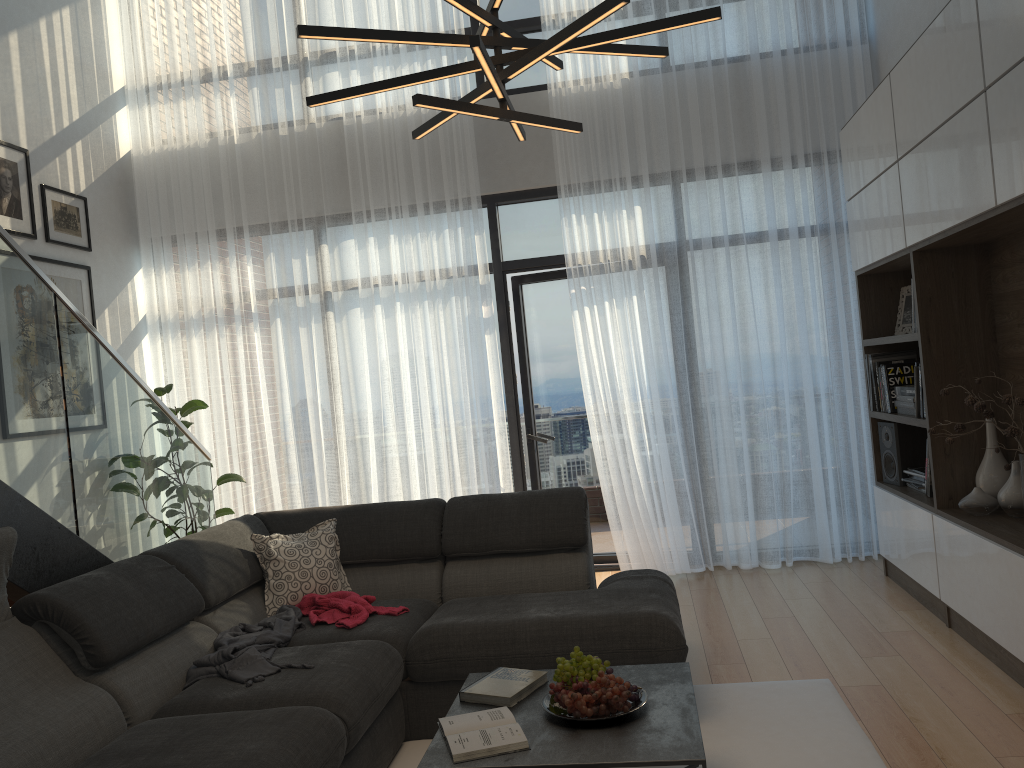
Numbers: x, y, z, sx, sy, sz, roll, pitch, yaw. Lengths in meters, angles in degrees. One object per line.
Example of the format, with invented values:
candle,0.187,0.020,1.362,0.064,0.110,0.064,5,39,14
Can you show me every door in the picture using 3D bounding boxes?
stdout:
door,0.617,0.201,5.846,1.118,1.976,0.206,-6,0,18

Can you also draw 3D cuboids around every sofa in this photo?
sofa,-0.521,0.821,2.717,2.108,0.995,3.169,-6,0,8

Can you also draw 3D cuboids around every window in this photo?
window,-0.309,-3.075,5.822,4.808,2.500,0.119,-6,0,8
window,-0.009,0.011,5.824,4.808,2.501,0.119,-6,0,8

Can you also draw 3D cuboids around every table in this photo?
table,0.174,1.067,2.471,0.700,0.323,0.700,-6,0,8

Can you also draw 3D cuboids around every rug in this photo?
rug,0.278,1.234,2.319,1.606,0.013,2.496,-6,0,8

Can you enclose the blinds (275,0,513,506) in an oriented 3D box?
blinds,-0.872,-1.466,5.699,1.374,5.581,0.218,-6,0,6

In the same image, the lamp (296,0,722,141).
lamp,-0.196,-2.541,2.439,1.200,3.645,0.831,-6,0,18

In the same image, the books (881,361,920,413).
books,2.036,0.016,4.620,0.193,0.255,0.066,-6,0,8

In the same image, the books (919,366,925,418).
books,1.954,0.028,4.041,0.179,0.243,0.071,-6,0,7

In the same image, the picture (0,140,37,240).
picture,-2.704,-1.048,4.732,0.025,0.504,0.410,-6,0,8

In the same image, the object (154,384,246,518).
object,-2.114,0.734,5.526,0.528,1.463,0.774,-6,0,28

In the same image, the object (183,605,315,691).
object,-0.943,0.941,3.174,0.411,0.118,0.905,-6,0,-16

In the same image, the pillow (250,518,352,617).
pillow,-1.135,0.822,2.698,0.386,0.364,2.734,-6,0,12

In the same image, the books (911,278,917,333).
books,2.042,-0.402,4.231,0.185,0.299,0.367,-6,0,8

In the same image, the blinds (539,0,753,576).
blinds,0.715,-1.621,5.390,0.858,5.579,0.589,-6,0,-15

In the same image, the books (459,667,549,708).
books,-0.022,0.909,2.667,0.179,0.029,0.225,-6,0,31

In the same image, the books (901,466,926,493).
books,2.102,0.480,4.465,0.204,0.099,0.325,-6,0,8

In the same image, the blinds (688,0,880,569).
blinds,1.602,-1.706,5.344,1.163,5.581,0.218,-6,0,6

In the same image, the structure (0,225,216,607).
structure,-2.495,0.006,1.577,1.289,3.460,5.660,-6,0,8

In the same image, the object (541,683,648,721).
object,0.230,0.886,2.461,0.295,0.026,0.295,-6,0,2

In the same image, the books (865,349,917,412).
books,2.072,-0.018,4.814,0.259,0.321,0.128,-6,0,8

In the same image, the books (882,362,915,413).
books,2.023,0.019,4.557,0.191,0.249,0.083,-6,0,8

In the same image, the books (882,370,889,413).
books,2.025,0.023,4.592,0.177,0.242,0.066,-6,0,8

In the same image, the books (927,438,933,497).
books,2.074,0.388,4.186,0.210,0.289,0.100,-6,0,7

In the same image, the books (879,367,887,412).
books,2.030,0.022,4.650,0.169,0.242,0.050,-6,0,8

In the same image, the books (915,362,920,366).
books,1.980,0.018,4.111,0.197,0.260,0.066,-6,0,8

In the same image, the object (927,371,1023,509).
object,1.935,0.247,3.524,0.542,0.598,0.317,-6,0,44

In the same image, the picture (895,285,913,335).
picture,2.158,-0.400,4.764,0.114,0.270,0.216,-6,0,-11

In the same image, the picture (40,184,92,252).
picture,-2.625,-0.971,5.226,0.025,0.333,0.410,-6,0,8

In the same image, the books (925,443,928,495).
books,2.100,0.388,4.235,0.232,0.284,0.142,-6,0,8

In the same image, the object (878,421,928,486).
object,2.131,0.360,4.751,0.244,0.331,0.214,-6,0,-2

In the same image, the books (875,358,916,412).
books,2.057,0.006,4.725,0.202,0.268,0.053,-6,0,8

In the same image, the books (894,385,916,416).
books,2.057,0.072,4.335,0.277,0.137,0.343,-6,0,8

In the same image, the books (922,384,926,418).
books,1.960,0.025,4.002,0.191,0.249,0.084,-6,0,8

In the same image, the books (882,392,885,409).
books,2.041,0.024,4.671,0.170,0.236,0.049,-6,0,9

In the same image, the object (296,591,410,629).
object,-0.704,0.891,3.555,0.536,0.077,0.323,-6,0,42

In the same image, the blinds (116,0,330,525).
blinds,-1.943,-1.362,5.827,1.223,5.581,0.218,-6,0,6

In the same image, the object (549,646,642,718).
object,0.229,0.816,2.453,0.256,0.173,0.279,-6,0,5

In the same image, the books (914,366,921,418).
books,1.950,0.031,4.093,0.172,0.242,0.069,-6,0,9

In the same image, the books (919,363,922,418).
books,1.970,0.022,4.065,0.192,0.254,0.075,-6,0,7

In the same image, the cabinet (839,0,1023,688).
cabinet,1.819,-0.162,2.922,0.338,2.494,4.036,-6,0,8

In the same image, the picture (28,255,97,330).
picture,-2.586,-0.215,4.963,0.025,0.990,0.871,-6,0,8

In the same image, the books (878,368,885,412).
books,2.051,0.023,4.694,0.189,0.240,0.053,-6,0,8

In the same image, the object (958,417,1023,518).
object,2.043,0.338,3.685,0.313,0.397,0.313,-6,0,-40

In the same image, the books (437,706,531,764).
books,-0.081,0.918,2.347,0.199,0.025,0.294,-6,0,-13
